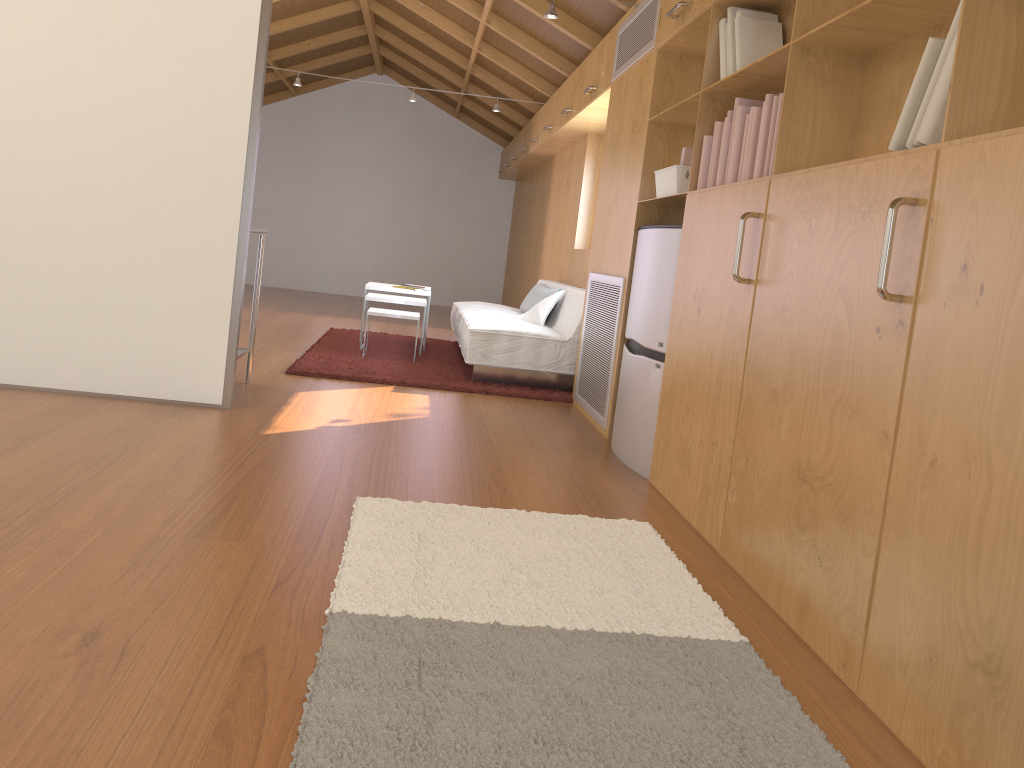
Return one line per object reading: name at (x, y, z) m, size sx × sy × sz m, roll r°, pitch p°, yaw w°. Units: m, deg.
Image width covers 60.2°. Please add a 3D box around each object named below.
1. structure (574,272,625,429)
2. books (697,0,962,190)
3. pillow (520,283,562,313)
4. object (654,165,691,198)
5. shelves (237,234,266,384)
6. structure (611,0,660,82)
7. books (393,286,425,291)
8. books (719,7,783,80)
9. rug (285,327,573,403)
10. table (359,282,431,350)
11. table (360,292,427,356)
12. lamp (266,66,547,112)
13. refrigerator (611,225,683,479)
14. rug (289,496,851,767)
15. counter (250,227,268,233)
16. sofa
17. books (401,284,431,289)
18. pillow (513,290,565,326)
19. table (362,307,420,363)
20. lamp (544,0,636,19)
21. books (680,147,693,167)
structure at (0.441, -0.205, 4.564) m, size 0.013 × 0.717 × 0.826 m, roll 6°, pitch 6°, yaw -7°
books at (0.972, -0.783, 1.715) m, size 0.188 × 0.653 × 3.135 m, roll 6°, pitch 8°, yaw -7°
pillow at (0.203, -0.619, 6.636) m, size 0.171 × 0.250 × 1.050 m, roll 6°, pitch 8°, yaw -7°
object at (0.727, -0.828, 3.693) m, size 0.203 × 0.122 × 0.353 m, roll 6°, pitch 8°, yaw -7°
shelves at (-2.271, -0.432, 4.004) m, size 2.090 × 0.749 × 0.637 m, roll 6°, pitch 6°, yaw -7°
structure at (0.626, -1.765, 4.484) m, size 0.013 × 0.299 × 0.910 m, roll 6°, pitch 8°, yaw -7°
books at (-0.776, -0.719, 6.650) m, size 0.194 × 0.016 × 0.153 m, roll 10°, pitch 9°, yaw 23°
books at (0.849, -1.200, 3.146) m, size 0.175 × 0.295 × 0.281 m, roll 6°, pitch 6°, yaw -7°
rug at (-0.440, -0.154, 6.210) m, size 1.883 × 0.020 × 2.501 m, roll 6°, pitch 8°, yaw -7°
table at (-0.892, -0.531, 6.808) m, size 0.485 × 0.436 × 0.529 m, roll 6°, pitch 6°, yaw -7°
table at (-0.847, -0.432, 6.352) m, size 0.424 × 0.381 × 0.462 m, roll 6°, pitch 6°, yaw -7°
lamp at (-1.593, -2.567, 7.456) m, size 3.824 × 0.152 × 0.073 m, roll 6°, pitch 5°, yaw -6°
refrigerator at (0.634, -0.161, 3.725) m, size 0.261 × 0.981 × 0.719 m, roll 6°, pitch 5°, yaw -7°
rug at (0.173, 0.693, 0.914) m, size 0.916 × 0.011 × 3.753 m, roll 6°, pitch 8°, yaw -7°
counter at (-2.224, -0.820, 3.979) m, size 2.107 × 0.021 × 0.655 m, roll 6°, pitch 8°, yaw -7°
sofa at (0.035, -0.433, 6.350) m, size 0.861 × 0.624 × 2.374 m, roll 6°, pitch 8°, yaw -7°
books at (-0.730, -0.740, 6.723) m, size 0.193 × 0.016 × 0.153 m, roll 9°, pitch 8°, yaw 13°
pillow at (0.192, -0.531, 6.008) m, size 0.267 × 0.250 × 0.348 m, roll 1°, pitch 9°, yaw -42°
table at (-0.810, -0.332, 5.958) m, size 0.341 × 0.307 × 0.372 m, roll 6°, pitch 6°, yaw -7°
lamp at (-1.260, -2.066, 4.291) m, size 3.824 × 0.152 × 0.073 m, roll 6°, pitch 5°, yaw -6°
books at (0.748, -0.849, 3.567) m, size 0.150 × 0.191 × 0.089 m, roll 6°, pitch 5°, yaw -7°
